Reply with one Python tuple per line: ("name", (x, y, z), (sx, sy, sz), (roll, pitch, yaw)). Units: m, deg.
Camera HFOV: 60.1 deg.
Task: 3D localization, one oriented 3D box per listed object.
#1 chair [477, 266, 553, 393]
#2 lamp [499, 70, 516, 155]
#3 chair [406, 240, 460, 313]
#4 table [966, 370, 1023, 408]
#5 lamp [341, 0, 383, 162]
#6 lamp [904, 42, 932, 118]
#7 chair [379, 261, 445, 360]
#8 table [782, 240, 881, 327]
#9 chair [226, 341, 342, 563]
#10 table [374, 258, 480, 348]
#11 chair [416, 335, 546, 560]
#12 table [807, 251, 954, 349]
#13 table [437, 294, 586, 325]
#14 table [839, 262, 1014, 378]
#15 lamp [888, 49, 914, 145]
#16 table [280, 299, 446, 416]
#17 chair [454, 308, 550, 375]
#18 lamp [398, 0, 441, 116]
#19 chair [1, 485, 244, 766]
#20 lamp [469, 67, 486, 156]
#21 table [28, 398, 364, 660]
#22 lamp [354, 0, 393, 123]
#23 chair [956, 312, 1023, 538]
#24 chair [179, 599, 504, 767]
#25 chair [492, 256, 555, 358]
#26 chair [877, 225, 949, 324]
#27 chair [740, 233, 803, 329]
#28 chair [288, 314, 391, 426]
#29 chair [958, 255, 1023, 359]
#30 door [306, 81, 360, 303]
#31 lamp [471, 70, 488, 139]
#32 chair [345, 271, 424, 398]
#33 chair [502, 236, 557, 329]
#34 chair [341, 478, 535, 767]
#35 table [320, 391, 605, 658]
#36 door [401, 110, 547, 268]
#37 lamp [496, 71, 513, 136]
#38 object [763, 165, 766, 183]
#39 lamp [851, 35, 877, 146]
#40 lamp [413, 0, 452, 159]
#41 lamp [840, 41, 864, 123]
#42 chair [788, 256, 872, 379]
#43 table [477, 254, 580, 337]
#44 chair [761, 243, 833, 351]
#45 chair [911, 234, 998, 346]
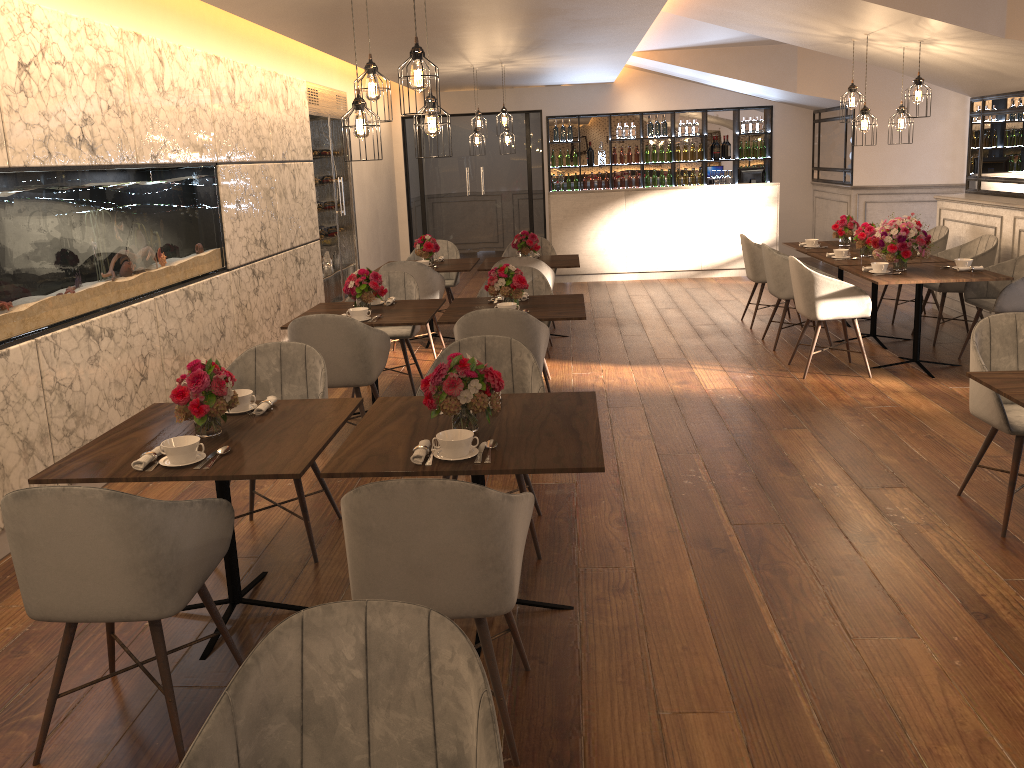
("chair", (0.036, -0.392, 6.439), (0.565, 0.863, 0.532), (-2, 12, 4))
("lamp", (-0.092, -3.573, 9.701), (0.175, 2.048, 0.177), (-2, 11, 5))
("chair", (-0.772, -0.995, 8.928), (0.565, 0.863, 0.532), (-2, 12, 4))
("table", (2.309, 0.400, 3.252), (0.896, 0.713, 0.907), (-2, 13, 4))
("lamp", (-0.761, -2.078, 4.070), (0.175, 2.048, 0.177), (-2, 11, 5))
("lamp", (3.041, -3.032, 6.545), (0.175, 2.048, 0.177), (-2, 11, 5))
("chair", (-0.867, -0.657, 7.629), (0.565, 0.863, 0.532), (-2, 12, 4))
("table", (3.106, -0.948, 8.368), (0.896, 0.713, 0.907), (-2, 13, 4))
("chair", (-1.075, 0.289, 3.980), (0.565, 0.863, 0.532), (-2, 12, 4))
("table", (-0.771, -0.752, 8.283), (0.896, 0.713, 0.907), (-2, 13, 4))
("chair", (-0.118, 0.262, 3.916), (0.565, 0.863, 0.532), (-2, 12, 4))
("table", (3.050, -0.710, 7.449), (0.896, 0.713, 0.907), (-2, 13, 4))
("table", (0.037, -0.150, 5.794), (0.896, 0.713, 0.907), (-2, 13, 4))
("table", (2.993, -0.472, 6.530), (0.896, 0.713, 0.907), (-2, 13, 4))
("lamp", (3.069, -2.928, 6.904), (0.175, 2.048, 0.177), (-2, 11, 5))
("table", (-0.919, -0.123, 5.859), (0.896, 0.713, 0.907), (-2, 13, 4))
("chair", (-0.059, -0.055, 5.140), (0.565, 0.863, 0.532), (-2, 12, 4))
("lamp", (-0.458, -2.224, 3.812), (0.175, 2.048, 0.177), (-2, 11, 5))
("chair", (-1.170, 0.626, 2.682), (0.565, 0.863, 0.532), (-2, 12, 4))
("lamp", (-0.423, -3.532, 9.599), (0.175, 2.048, 0.177), (-2, 11, 5))
("table", (-1.074, 0.531, 3.336), (0.896, 0.713, 0.907), (-2, 13, 4))
("lamp", (-0.750, -2.349, 4.353), (0.175, 2.048, 0.177), (-2, 11, 5))
("chair", (2.307, 0.158, 3.896), (0.565, 0.863, 0.532), (-2, 12, 4))
("chair", (-0.267, 0.891, 1.491), (0.565, 0.863, 0.532), (-2, 12, 4))
("chair", (0.090, -0.684, 7.565), (0.565, 0.863, 0.532), (-2, 12, 4))
("chair", (3.756, -1.035, 8.289), (0.526, 0.863, 0.572), (-2, 12, 4))
("chair", (2.431, -0.993, 8.361), (0.526, 0.863, 0.572), (-2, 12, 4))
("chair", (-1.015, -0.028, 5.205), (0.565, 0.863, 0.532), (-2, 12, 4))
("chair", (3.644, -0.558, 6.451), (0.526, 0.863, 0.572), (-2, 12, 4))
("door", (-1.961, -2.049, 9.914), (0.134, 2.441, 1.880), (-2, 12, 4))
("lamp", (-0.412, -3.803, 9.883), (0.175, 2.048, 0.177), (-2, 11, 5))
("chair", (-0.921, -0.366, 6.504), (0.565, 0.863, 0.532), (-2, 12, 4))
("chair", (0.184, -1.021, 8.864), (0.565, 0.863, 0.532), (-2, 12, 4))
("chair", (-0.213, 0.600, 2.617), (0.565, 0.863, 0.532), (-2, 12, 4))
("table", (-0.117, 0.505, 3.271), (0.896, 0.713, 0.907), (-2, 13, 4))
("door", (-0.547, -2.927, 13.509), (2.105, 2.308, 0.277), (-2, 11, 4))
("lamp", (-0.120, -3.677, 9.342), (0.175, 2.048, 0.177), (-2, 11, 5))
("object", (3.741, -3.123, 13.157), (0.065, 0.258, 0.066), (-6, 12, -17))
("lamp", (2.737, -2.887, 6.802), (0.175, 2.048, 0.177), (-2, 11, 5))
("lamp", (-0.429, -2.120, 4.171), (0.175, 2.048, 0.177), (-2, 11, 5))
("lamp", (2.749, -3.158, 7.086), (0.175, 2.048, 0.177), (-2, 11, 5))
("chair", (2.318, -0.517, 6.523), (0.526, 0.863, 0.572), (-2, 12, 4))
("table", (0.186, -0.779, 8.219), (0.896, 0.713, 0.907), (-2, 13, 4))
("chair", (2.374, -0.755, 7.442), (0.526, 0.863, 0.572), (-2, 12, 4))
("chair", (3.700, -0.796, 7.370), (0.526, 0.863, 0.572), (-2, 12, 4))
